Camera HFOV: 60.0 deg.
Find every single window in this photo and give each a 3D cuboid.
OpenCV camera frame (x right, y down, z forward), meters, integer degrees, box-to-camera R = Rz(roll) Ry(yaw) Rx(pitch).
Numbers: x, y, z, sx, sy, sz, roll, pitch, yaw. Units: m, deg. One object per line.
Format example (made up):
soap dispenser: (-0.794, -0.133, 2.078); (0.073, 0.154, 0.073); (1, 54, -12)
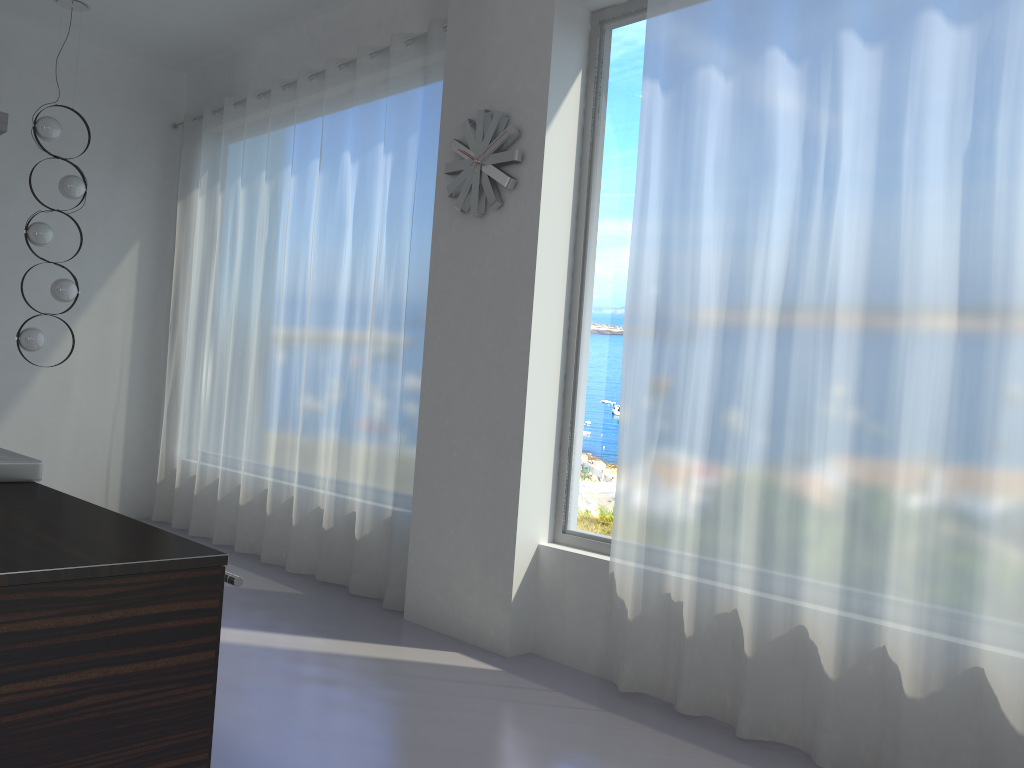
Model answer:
window: (1.380, -0.433, 3.147); (3.000, 2.500, 0.100); (4, -1, 45)

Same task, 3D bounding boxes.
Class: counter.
counter: (-2.142, 0.406, 2.346); (3.291, 1.300, 1.302); (4, -1, 45)

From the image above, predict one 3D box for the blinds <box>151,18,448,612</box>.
blinds: (-1.561, -0.436, 5.744); (3.245, 3.112, 0.120); (4, -1, 45)

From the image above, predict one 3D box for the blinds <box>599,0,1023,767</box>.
blinds: (1.460, -0.243, 2.737); (2.830, 3.112, 0.120); (4, -1, 45)

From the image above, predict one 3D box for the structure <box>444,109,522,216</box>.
structure: (-0.151, -1.058, 4.238); (0.505, 0.505, 0.076); (4, -1, 45)

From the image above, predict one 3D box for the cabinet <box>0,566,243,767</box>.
cabinet: (-2.167, 0.629, 2.338); (3.285, 0.852, 1.377); (4, -1, 45)

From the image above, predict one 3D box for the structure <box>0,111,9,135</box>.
structure: (-2.530, -1.553, 3.375); (0.981, 1.231, 0.915); (4, -1, 45)

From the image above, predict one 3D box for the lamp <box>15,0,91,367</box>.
lamp: (-2.947, -1.291, 5.761); (0.180, 2.370, 0.367); (4, -1, 38)
